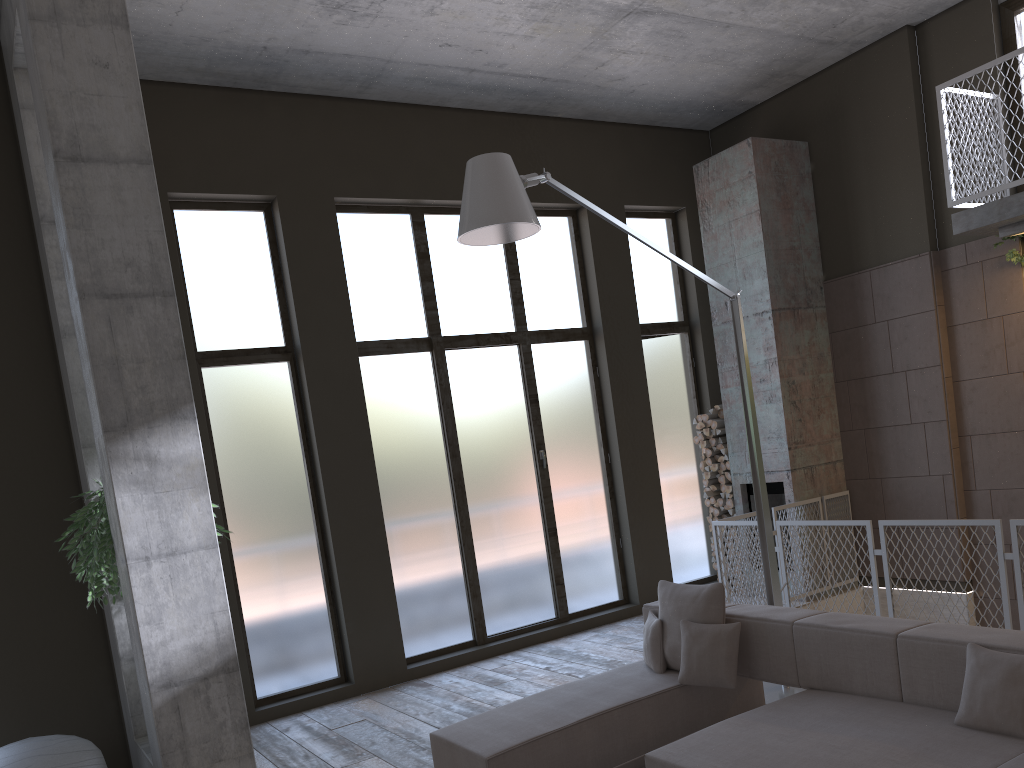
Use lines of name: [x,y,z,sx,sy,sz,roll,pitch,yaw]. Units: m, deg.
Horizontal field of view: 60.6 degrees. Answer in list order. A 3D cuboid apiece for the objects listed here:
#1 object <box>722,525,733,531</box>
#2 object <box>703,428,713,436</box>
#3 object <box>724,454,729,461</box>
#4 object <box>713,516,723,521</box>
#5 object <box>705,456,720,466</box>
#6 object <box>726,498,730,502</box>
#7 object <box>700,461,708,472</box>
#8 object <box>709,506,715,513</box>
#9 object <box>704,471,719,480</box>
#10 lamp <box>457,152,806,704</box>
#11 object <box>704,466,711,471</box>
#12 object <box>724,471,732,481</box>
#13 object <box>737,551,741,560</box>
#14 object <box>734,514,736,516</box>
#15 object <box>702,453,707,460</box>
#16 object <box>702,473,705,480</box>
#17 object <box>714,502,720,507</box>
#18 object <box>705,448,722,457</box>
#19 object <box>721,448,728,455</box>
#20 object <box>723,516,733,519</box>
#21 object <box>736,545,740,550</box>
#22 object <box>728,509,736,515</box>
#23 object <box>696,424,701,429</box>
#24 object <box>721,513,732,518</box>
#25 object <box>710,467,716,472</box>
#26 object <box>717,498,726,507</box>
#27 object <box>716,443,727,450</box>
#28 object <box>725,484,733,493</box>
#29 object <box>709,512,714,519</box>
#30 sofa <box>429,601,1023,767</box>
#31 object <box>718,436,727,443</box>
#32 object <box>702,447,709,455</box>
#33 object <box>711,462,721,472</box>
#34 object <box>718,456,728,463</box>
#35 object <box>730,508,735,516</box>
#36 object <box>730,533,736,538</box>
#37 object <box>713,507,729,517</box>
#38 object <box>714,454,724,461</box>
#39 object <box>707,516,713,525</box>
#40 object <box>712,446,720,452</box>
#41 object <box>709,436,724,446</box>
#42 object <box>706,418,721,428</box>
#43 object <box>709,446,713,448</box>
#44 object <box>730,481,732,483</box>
object: [2.482,1.537,9.639,0.474,0.084,0.094,-6,-2,-32]
object: [2.293,0.500,9.568,0.474,0.084,0.094,-6,-2,-32]
object: [2.454,0.765,9.462,0.418,0.073,0.072,-6,-1,-32]
object: [2.420,1.483,9.735,0.432,0.094,0.093,-6,-1,-32]
object: [2.326,0.828,9.684,0.432,0.094,0.093,-6,-1,-32]
object: [2.495,1.241,9.555,0.419,0.072,0.067,-6,-1,-32]
object: [2.241,0.896,9.758,0.360,0.126,0.064,-6,1,-33]
object: [2.341,1.386,9.772,0.289,0.103,0.101,-6,-1,-30]
object: [2.321,0.976,9.644,0.474,0.084,0.094,-6,-2,-32]
lamp: [1.002,0.461,5.328,2.594,3.447,0.760,-9,4,-44]
object: [2.309,0.912,9.724,0.418,0.067,0.068,-6,-1,-32]
object: [2.454,0.976,9.451,0.361,0.109,0.089,-6,0,-32]
object: [2.627,1.821,9.525,0.432,0.093,0.092,-6,-1,-32]
object: [2.551,1.394,9.485,0.420,0.085,0.067,-6,0,-34]
object: [2.194,0.785,9.666,0.248,0.073,0.045,-6,1,-32]
object: [2.284,0.996,9.710,0.418,0.068,0.068,-6,-1,-32]
object: [2.373,1.308,9.675,0.329,0.057,0.089,-6,-3,-32]
object: [2.262,0.732,9.619,0.291,0.108,0.099,-6,-1,-31]
object: [2.424,0.715,9.480,0.420,0.085,0.067,-6,0,-34]
object: [2.491,1.465,9.569,0.450,0.090,0.091,-6,-1,-31]
object: [2.592,1.731,9.536,0.418,0.073,0.072,-6,-1,-32]
object: [2.518,1.370,9.530,0.420,0.085,0.067,-6,0,-34]
object: [2.209,0.454,9.710,0.360,0.069,0.123,-6,-3,-31]
object: [2.480,1.454,9.681,0.359,0.087,0.102,-6,-2,-32]
object: [2.365,0.892,9.594,0.430,0.080,0.116,-6,-2,-32]
object: [2.436,1.263,9.600,0.450,0.090,0.091,-6,-1,-33]
object: [2.386,0.655,9.499,0.360,0.068,0.123,-6,-3,-30]
object: [2.509,1.104,9.468,0.474,0.084,0.094,-6,-2,-32]
object: [2.287,1.439,9.717,0.248,0.073,0.045,-6,1,-32]
sofa: [0.699,1.724,3.906,2.981,0.789,3.025,-6,-4,-32]
object: [2.402,0.586,9.504,0.419,0.072,0.067,-6,-1,-32]
object: [2.248,0.732,9.722,0.289,0.103,0.101,-6,-1,-30]
object: [2.388,0.883,9.589,0.474,0.084,0.094,-6,-2,-32]
object: [2.433,0.799,9.539,0.430,0.080,0.116,-6,-2,-32]
object: [2.531,1.386,9.644,0.289,0.103,0.104,-6,-1,-32]
object: [2.563,1.595,9.565,0.450,0.090,0.091,-6,-1,-32]
object: [2.355,1.387,9.669,0.291,0.108,0.099,-6,-1,-31]
object: [2.387,0.799,9.630,0.359,0.087,0.102,-6,-2,-32]
object: [2.337,1.504,9.790,0.361,0.109,0.089,-6,0,-32]
object: [2.338,0.682,9.589,0.355,0.075,0.065,-6,-1,-33]
object: [2.342,0.608,9.549,0.450,0.090,0.091,-6,-1,-33]
object: [2.272,0.412,9.512,0.359,0.084,0.105,-6,-2,-32]
object: [2.279,0.654,9.624,0.329,0.057,0.089,-6,-3,-32]
object: [2.508,1.021,9.509,0.359,0.087,0.102,-6,-2,-32]
